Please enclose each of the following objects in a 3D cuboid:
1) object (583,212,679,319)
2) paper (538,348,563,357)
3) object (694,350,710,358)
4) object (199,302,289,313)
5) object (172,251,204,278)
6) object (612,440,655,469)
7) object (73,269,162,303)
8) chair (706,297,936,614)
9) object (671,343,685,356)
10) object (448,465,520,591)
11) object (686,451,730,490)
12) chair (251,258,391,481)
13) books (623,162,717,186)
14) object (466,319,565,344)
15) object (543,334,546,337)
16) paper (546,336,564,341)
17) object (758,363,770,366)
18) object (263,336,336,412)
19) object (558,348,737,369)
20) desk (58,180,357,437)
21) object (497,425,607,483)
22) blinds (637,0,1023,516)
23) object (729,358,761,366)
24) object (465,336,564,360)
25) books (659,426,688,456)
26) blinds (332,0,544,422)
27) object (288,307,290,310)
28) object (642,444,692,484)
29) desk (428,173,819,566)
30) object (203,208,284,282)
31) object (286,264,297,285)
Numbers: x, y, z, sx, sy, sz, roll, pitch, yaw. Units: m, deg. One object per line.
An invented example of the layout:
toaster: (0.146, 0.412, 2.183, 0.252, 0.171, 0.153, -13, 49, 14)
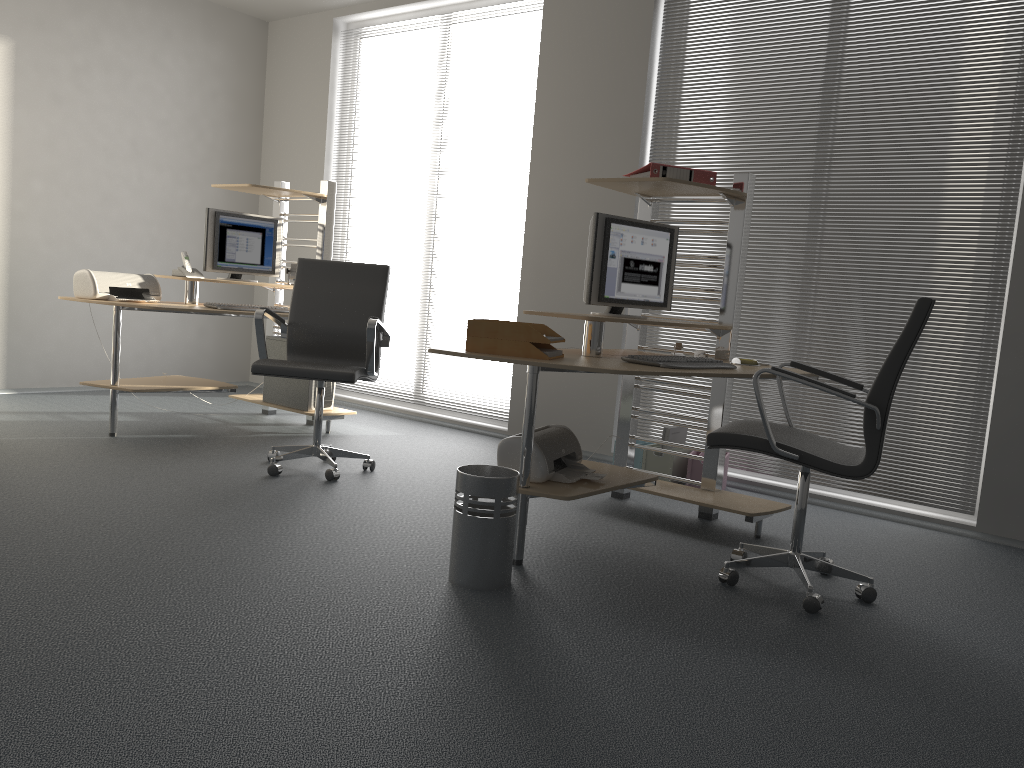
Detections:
object: (0.491, -0.500, 3.850, 0.516, 0.418, 0.245, 1, 7, -30)
paper: (0.015, -0.125, 3.231, 0.297, 0.019, 0.210, 6, 6, 16)
object: (0.841, -0.129, 3.925, 0.022, 0.042, 0.134, 4, 6, -10)
object: (-1.708, -0.449, 5.308, 0.478, 0.082, 0.814, -1, 8, -45)
object: (-1.909, -0.706, 5.231, 0.119, 0.151, 0.150, 7, 6, 23)
object: (0.710, 0.421, 4.983, 0.185, 0.202, 0.245, 9, 7, 37)
object: (-2.146, -0.543, 4.949, 0.351, 0.162, 0.438, 8, 7, 29)
chair: (1.055, 0.203, 3.111, 0.652, 1.048, 0.584, 7, 6, 24)
object: (0.737, -0.147, 3.911, 0.054, 0.064, 0.159, 5, 6, 4)
object: (-0.092, 0.472, 2.924, 0.208, 0.377, 0.208, 4, 6, -9)
object: (1.049, 0.473, 4.756, 0.185, 0.202, 0.245, 7, 6, 19)
chair: (-0.938, -0.093, 4.389, 0.584, 1.048, 0.652, 5, 6, 3)
books: (0.688, -0.902, 3.892, 0.320, 0.072, 0.262, 3, 6, -20)
object: (0.020, -0.193, 3.225, 0.309, 0.060, 0.225, 6, 6, 16)
object: (0.117, -0.173, 3.196, 0.008, 0.009, 0.159, 5, 6, 1)
paper: (0.019, -0.176, 3.226, 0.297, 0.010, 0.210, 6, 6, 16)
object: (1.053, -0.092, 3.890, 0.158, 0.011, 0.011, 9, 7, 34)
object: (-1.331, -0.070, 5.581, 0.471, 0.422, 0.199, 9, 7, 37)
object: (0.453, -0.095, 3.598, 0.478, 0.082, 0.814, -1, 8, -45)
desk: (-1.678, -0.494, 5.169, 0.967, 1.566, 1.469, 9, 7, 37)
object: (0.184, 0.266, 3.366, 0.351, 0.162, 0.438, 7, 6, 22)
blinds: (1.553, -0.871, 4.675, 1.950, 2.770, 0.022, 9, 7, 37)
object: (1.005, -0.097, 3.822, 0.132, 0.026, 0.132, 9, 7, 37)
object: (0.015, -0.137, 3.231, 0.309, 0.060, 0.225, 6, 6, 16)
books: (0.873, 0.377, 4.855, 0.068, 0.306, 0.220, 9, 7, 37)
blinds: (-0.651, -1.227, 6.368, 1.950, 2.749, 0.037, 9, 7, 37)
object: (-1.522, -0.465, 5.595, 0.742, 0.088, 0.168, 10, 7, 39)
object: (0.855, 0.445, 4.871, 0.185, 0.202, 0.245, 9, 7, 37)
desk: (0.519, -0.139, 3.479, 0.967, 1.566, 1.469, 9, 7, 37)
object: (-1.690, -0.851, 5.524, 0.516, 0.418, 0.245, 0, 7, -38)
object: (-1.355, -0.692, 5.629, 0.154, 0.135, 0.093, 3, 6, -16)
